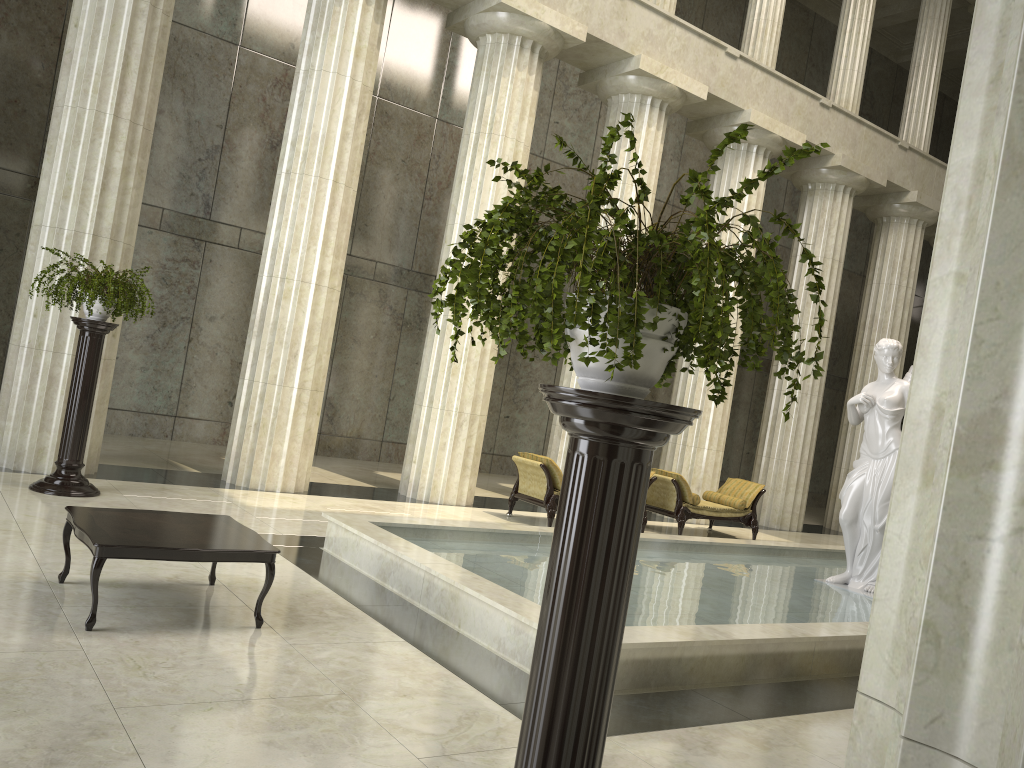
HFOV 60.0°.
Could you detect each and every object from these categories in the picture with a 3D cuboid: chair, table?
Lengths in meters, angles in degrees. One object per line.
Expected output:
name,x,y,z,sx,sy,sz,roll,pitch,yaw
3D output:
chair,0.985,1.549,12.565,2.172,0.950,0.993,10,-1,-35
table,-2.202,1.155,5.617,1.123,0.494,1.134,10,-1,-37
chair,2.973,1.902,13.985,2.172,0.950,0.993,10,-1,-35

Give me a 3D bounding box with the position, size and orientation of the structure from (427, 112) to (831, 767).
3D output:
structure,0.173,0.555,2.393,1.053,2.386,1.159,10,-1,-5

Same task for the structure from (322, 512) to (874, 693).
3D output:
structure,3.932,2.426,9.988,11.573,0.508,3.754,10,-1,-35

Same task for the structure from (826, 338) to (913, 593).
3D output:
structure,4.138,0.987,10.012,0.729,3.044,0.940,10,-1,-41

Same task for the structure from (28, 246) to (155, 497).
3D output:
structure,-4.269,-0.113,8.863,1.159,2.386,1.053,10,-1,-5
